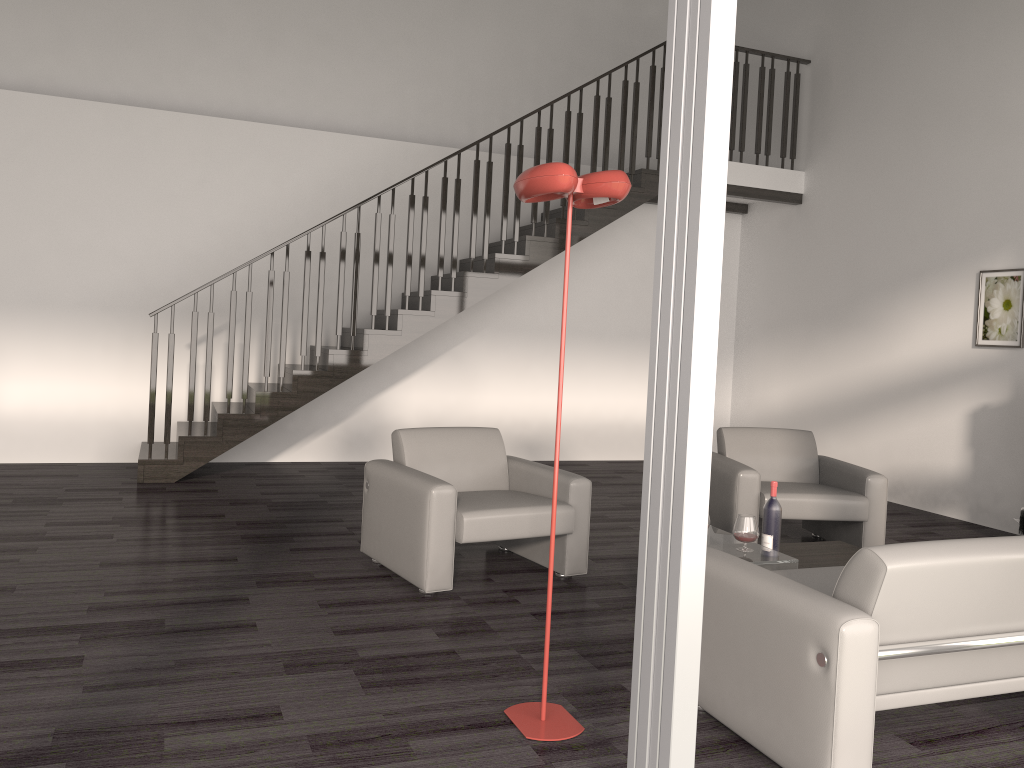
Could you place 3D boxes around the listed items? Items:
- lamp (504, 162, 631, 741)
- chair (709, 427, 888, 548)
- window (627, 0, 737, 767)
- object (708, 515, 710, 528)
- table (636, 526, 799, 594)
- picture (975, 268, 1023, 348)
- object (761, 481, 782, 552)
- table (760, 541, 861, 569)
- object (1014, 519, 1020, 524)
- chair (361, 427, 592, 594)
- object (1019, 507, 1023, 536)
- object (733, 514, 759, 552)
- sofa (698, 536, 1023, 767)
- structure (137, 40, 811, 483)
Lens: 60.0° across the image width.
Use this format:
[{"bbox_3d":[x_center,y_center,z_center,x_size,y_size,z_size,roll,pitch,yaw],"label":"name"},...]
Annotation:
[{"bbox_3d":[0.147,0.208,2.873,0.353,1.787,0.365,3,1,-21],"label":"lamp"},{"bbox_3d":[1.735,0.675,5.610,0.963,0.717,0.911,3,2,-6],"label":"chair"},{"bbox_3d":[0.369,-0.550,1.680,9.739,3.469,0.386,2,1,-21],"label":"window"},{"bbox_3d":[0.866,0.645,4.135,0.116,0.155,0.116,3,2,-13],"label":"object"},{"bbox_3d":[0.923,0.900,4.082,0.400,0.341,0.681,2,3,-21],"label":"table"},{"bbox_3d":[3.637,-0.562,6.589,0.026,0.577,0.394,3,2,-21],"label":"picture"},{"bbox_3d":[1.246,0.651,4.246,0.093,0.370,0.093,2,1,-23],"label":"object"},{"bbox_3d":[1.293,0.965,4.228,1.199,0.250,0.601,2,3,-21],"label":"table"},{"bbox_3d":[3.466,0.468,5.958,0.116,0.982,0.042,4,1,44],"label":"object"},{"bbox_3d":[-0.183,0.628,4.696,0.962,0.717,0.911,1,3,-31],"label":"chair"},{"bbox_3d":[3.397,0.492,5.812,0.078,1.019,0.167,4,1,30],"label":"object"},{"bbox_3d":[1.044,0.664,3.958,0.115,0.155,0.116,2,2,-31],"label":"object"},{"bbox_3d":[1.692,0.811,3.191,2.113,0.717,0.903,2,3,-21],"label":"sofa"},{"bbox_3d":[0.073,-1.250,8.204,6.339,4.091,1.001,2,1,-21],"label":"structure"}]
